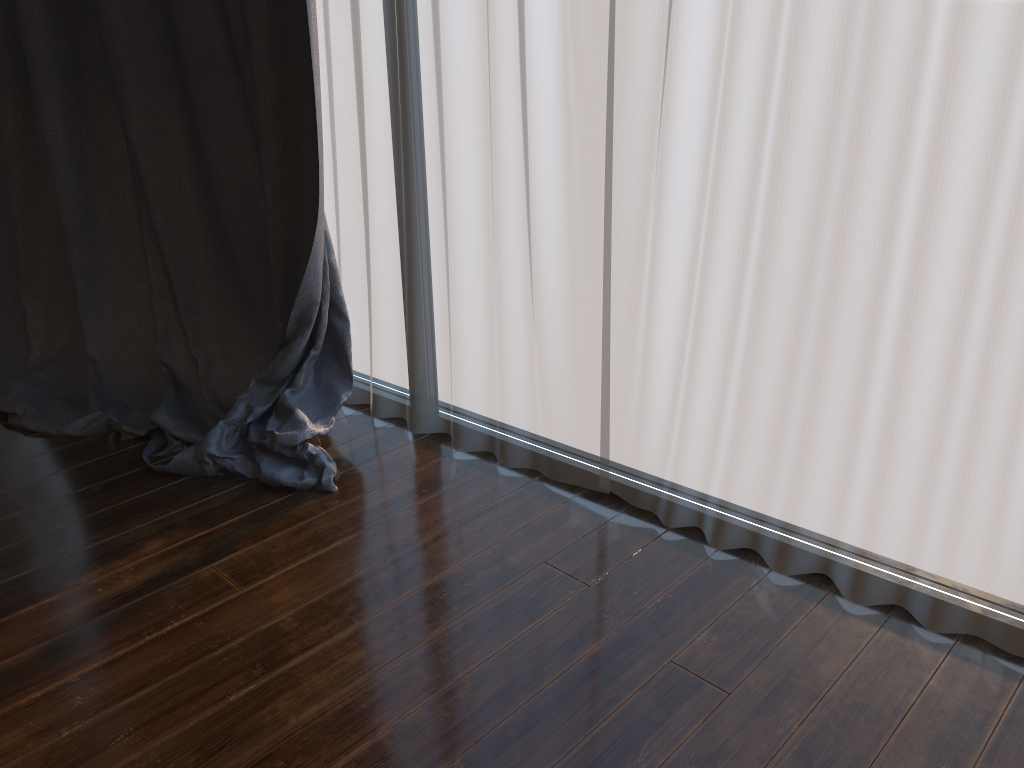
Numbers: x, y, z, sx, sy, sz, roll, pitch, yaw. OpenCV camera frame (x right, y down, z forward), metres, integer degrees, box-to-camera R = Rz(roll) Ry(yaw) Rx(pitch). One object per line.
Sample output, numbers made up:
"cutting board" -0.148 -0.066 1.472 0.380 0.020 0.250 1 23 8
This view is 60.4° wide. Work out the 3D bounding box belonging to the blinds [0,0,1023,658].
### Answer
"blinds" 0.941 -0.682 0.880 7.166 2.881 0.785 16 29 30
